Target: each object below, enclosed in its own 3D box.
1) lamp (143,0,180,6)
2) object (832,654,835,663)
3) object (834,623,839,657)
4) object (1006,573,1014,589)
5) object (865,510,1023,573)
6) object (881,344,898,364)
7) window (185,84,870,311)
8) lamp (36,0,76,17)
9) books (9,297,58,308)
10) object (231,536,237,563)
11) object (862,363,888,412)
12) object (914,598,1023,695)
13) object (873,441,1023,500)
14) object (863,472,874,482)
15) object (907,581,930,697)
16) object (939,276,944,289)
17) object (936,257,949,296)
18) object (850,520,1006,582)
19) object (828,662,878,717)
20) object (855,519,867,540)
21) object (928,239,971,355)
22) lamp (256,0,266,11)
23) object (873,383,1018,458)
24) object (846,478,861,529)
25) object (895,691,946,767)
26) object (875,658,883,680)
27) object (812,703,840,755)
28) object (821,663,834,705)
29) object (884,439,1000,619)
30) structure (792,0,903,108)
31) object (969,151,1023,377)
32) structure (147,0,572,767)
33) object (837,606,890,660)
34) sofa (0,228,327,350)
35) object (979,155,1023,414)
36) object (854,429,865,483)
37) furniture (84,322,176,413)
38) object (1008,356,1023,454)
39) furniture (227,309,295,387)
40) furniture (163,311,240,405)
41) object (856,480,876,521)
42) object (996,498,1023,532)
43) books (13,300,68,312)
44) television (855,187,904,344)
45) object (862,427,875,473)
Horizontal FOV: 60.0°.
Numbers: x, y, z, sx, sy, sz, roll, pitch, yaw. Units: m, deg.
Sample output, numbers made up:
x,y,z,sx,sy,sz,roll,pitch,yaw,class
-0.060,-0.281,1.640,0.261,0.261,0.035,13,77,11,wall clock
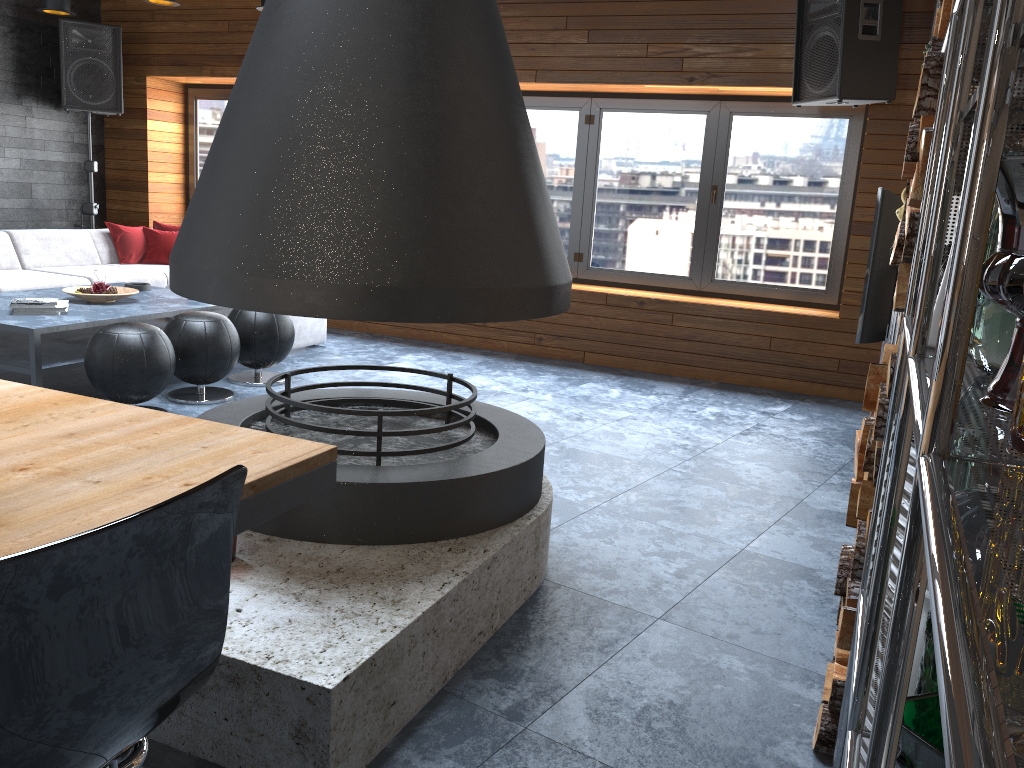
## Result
x,y,z,sx,sy,sz,roll,pitch,yaw,class
-2.034,-3.280,5.108,0.210,2.033,0.210,-3,14,-30,lamp
0.974,0.750,2.256,0.303,0.095,0.087,9,13,21,object
0.977,0.671,2.197,0.330,0.098,0.104,8,13,19,object
0.935,0.374,1.945,0.303,0.095,0.087,9,13,21,object
0.895,0.315,1.831,0.303,0.088,0.095,8,13,20,object
1.051,-0.025,2.143,0.299,0.119,0.151,9,13,24,object
-0.330,-1.615,7.108,5.937,1.521,0.101,9,13,22,window
-2.610,-3.298,4.994,0.210,2.272,0.210,-3,14,-30,lamp
-2.428,-0.414,4.510,0.210,0.017,0.266,-2,13,-25,books
-0.729,0.376,2.173,0.114,0.117,0.114,5,12,7,object
0.948,0.027,1.891,0.362,0.115,0.098,9,13,21,object
0.583,0.417,1.140,0.130,0.295,0.125,-7,16,-42,object
0.904,0.174,1.809,0.310,0.120,0.111,9,13,21,object
0.968,0.225,2.043,0.288,0.118,0.147,8,13,18,object
0.657,0.405,1.337,0.146,0.245,0.171,-5,15,-37,object
0.778,-0.152,1.442,0.151,0.154,0.151,10,13,25,object
0.847,-0.178,1.602,0.150,0.146,0.149,4,12,2,object
0.876,0.375,1.873,0.287,0.112,0.126,9,13,21,object
0.858,0.702,1.919,0.321,0.109,0.110,9,13,22,object
0.958,0.339,2.051,0.299,0.114,0.135,8,13,20,object
0.720,-0.162,1.259,0.165,0.241,0.175,-4,14,-31,object
-1.410,-3.293,5.291,0.210,2.002,0.210,-3,14,-30,lamp
0.901,0.073,1.807,0.299,0.114,0.135,8,13,20,object
1.013,0.314,2.162,0.362,0.131,0.154,9,13,22,object
0.503,0.484,0.986,0.161,0.219,0.157,-1,13,-21,object
0.895,0.593,1.928,0.288,0.135,0.109,10,13,25,object
0.831,0.796,1.954,0.312,0.110,0.103,8,13,18,object
0.929,0.779,2.020,0.428,0.131,0.154,9,13,22,object
0.806,0.291,1.677,0.140,0.347,0.139,4,12,2,object
1.951,-1.978,5.131,0.488,0.735,0.462,0,13,-17,structure
0.624,-0.136,1.055,0.142,0.264,0.144,-5,15,-37,object
-0.381,-2.191,2.105,1.197,5.698,1.690,9,13,22,structure
0.872,0.545,1.889,0.331,0.105,0.105,8,13,18,object
-2.845,-0.549,5.637,2.205,0.693,4.036,9,13,22,sofa
0.558,-0.092,0.875,0.218,0.243,0.216,6,12,12,object
1.025,0.194,2.141,0.374,0.131,0.115,8,13,17,object
-1.820,-0.064,4.238,0.401,0.462,0.402,13,15,36,furniture
0.479,-0.041,0.702,0.120,0.206,0.120,-1,13,-20,object
-1.480,-0.247,5.200,0.401,0.462,0.402,-2,14,-27,furniture
-1.653,-0.154,4.711,0.402,0.462,0.401,15,16,41,furniture
0.944,0.278,1.967,0.330,0.098,0.104,8,13,19,object
0.939,0.230,1.861,0.286,0.143,0.143,9,13,21,object
-2.414,-0.402,4.554,0.239,0.021,0.299,-2,13,-25,books
1.712,-0.560,4.089,0.115,0.638,1.075,9,13,22,television
0.965,0.173,1.976,0.331,0.110,0.101,9,13,24,object
